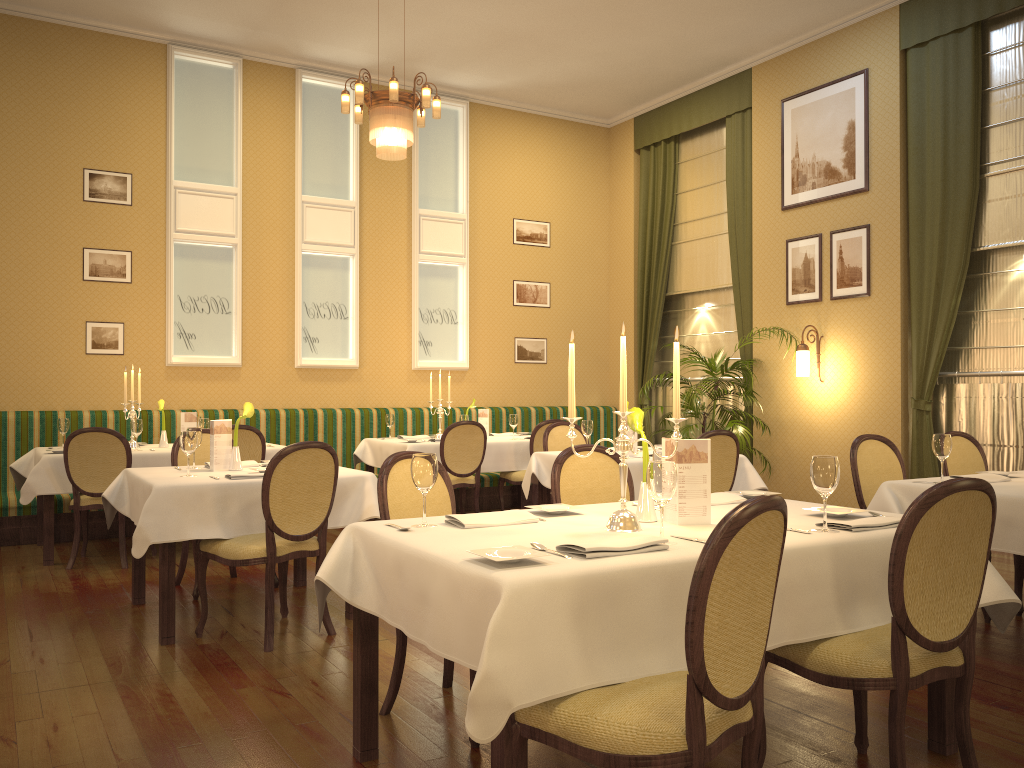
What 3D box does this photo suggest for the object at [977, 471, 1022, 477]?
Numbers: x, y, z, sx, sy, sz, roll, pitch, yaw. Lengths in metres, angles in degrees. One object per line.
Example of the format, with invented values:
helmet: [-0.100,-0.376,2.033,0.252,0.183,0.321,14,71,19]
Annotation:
object: [2.454,0.457,4.465,0.160,0.024,0.160,0,-1,-31]

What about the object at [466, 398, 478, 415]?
object: [-0.397,0.322,8.343,0.163,0.375,0.076,1,-1,-44]

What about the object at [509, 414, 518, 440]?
object: [0.014,0.392,8.055,0.088,0.229,0.088,0,-1,17]

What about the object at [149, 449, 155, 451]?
object: [-2.658,0.485,6.545,0.017,0.010,0.185,0,-1,-31]

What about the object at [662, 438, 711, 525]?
object: [0.549,0.315,2.868,0.166,0.277,0.081,0,-1,31]

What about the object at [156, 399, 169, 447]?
object: [-2.718,0.307,6.895,0.076,0.375,0.163,0,-1,-9]

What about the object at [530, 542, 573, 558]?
object: [0.101,0.439,2.340,0.038,0.015,0.181,0,-1,-29]

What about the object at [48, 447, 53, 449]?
object: [-3.529,0.486,6.778,0.038,0.015,0.181,0,-1,-29]

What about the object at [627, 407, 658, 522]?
object: [0.435,0.265,2.968,0.076,0.375,0.163,0,-1,-9]

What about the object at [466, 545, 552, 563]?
object: [-0.009,0.434,2.219,0.160,0.024,0.160,0,-1,-31]

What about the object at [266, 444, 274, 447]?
object: [-1.899,0.488,6.979,0.038,0.015,0.181,0,-1,-29]

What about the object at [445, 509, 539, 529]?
object: [-0.065,0.438,2.877,0.273,0.033,0.142,0,-1,-31]

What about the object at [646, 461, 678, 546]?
object: [0.421,0.333,2.495,0.088,0.229,0.088,0,-1,11]

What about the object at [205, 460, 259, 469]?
object: [-1.601,0.461,5.069,0.273,0.033,0.142,0,-1,-31]

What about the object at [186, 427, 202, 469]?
object: [-1.784,0.359,4.975,0.088,0.229,0.088,0,-1,11]

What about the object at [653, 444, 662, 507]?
object: [0.569,0.342,3.309,0.088,0.229,0.088,0,-1,17]

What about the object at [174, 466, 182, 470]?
object: [-1.852,0.468,4.925,0.017,0.010,0.185,0,-1,-29]

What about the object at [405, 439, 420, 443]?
object: [-0.857,0.490,7.598,0.160,0.024,0.160,0,-1,-31]

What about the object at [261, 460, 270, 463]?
object: [-1.385,0.465,5.232,0.160,0.024,0.160,0,-1,-31]

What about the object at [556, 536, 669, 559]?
object: [0.270,0.433,2.377,0.273,0.033,0.142,0,-1,-31]

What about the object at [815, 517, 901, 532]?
object: [1.113,0.441,2.816,0.273,0.024,0.142,0,-1,-31]

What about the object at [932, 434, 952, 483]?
object: [2.024,0.351,4.174,0.088,0.229,0.088,0,-1,17]

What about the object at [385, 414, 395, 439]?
object: [-1.126,0.393,8.193,0.088,0.229,0.088,0,-1,17]

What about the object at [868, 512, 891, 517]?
object: [1.273,0.446,2.973,0.038,0.015,0.181,0,-1,-29]

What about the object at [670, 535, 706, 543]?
object: [0.514,0.443,2.539,0.017,0.010,0.185,0,-1,-31]

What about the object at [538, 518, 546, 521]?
object: [0.067,0.448,3.001,0.017,0.010,0.185,0,-1,-29]

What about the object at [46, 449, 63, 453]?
object: [-3.181,0.476,6.225,0.160,0.024,0.160,0,-1,-31]

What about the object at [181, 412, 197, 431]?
object: [-2.503,0.358,6.945,0.081,0.277,0.166,0,-1,21]

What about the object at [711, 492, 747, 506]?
object: [0.751,0.444,3.402,0.273,0.033,0.142,0,-1,-31]

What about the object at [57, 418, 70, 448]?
object: [-3.450,0.379,6.819,0.088,0.229,0.088,0,-1,17]

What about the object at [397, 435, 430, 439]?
object: [-0.913,0.494,8.256,0.273,0.033,0.142,0,-1,-31]

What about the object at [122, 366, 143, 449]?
object: [-2.912,0.170,6.801,0.131,0.655,0.390,0,-1,-16]

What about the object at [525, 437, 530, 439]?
object: [0.264,0.498,8.195,0.273,0.024,0.142,0,-1,-31]

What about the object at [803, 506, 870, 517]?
object: [1.107,0.442,3.032,0.160,0.024,0.160,0,-1,-31]

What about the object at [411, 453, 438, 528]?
object: [-0.278,0.337,2.814,0.088,0.229,0.088,0,-1,17]

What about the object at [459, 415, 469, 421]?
object: [-0.427,0.390,7.874,0.088,0.229,0.088,0,-1,17]

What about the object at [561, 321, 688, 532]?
object: [0.346,0.127,2.752,0.390,0.655,0.131,0,-1,4]

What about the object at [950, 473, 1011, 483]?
object: [2.237,0.452,4.237,0.273,0.033,0.142,0,-1,-31]

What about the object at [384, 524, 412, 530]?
object: [-0.357,0.444,2.772,0.038,0.015,0.181,0,-1,-29]

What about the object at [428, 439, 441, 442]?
object: [-0.579,0.489,7.757,0.273,0.033,0.142,0,-1,-31]

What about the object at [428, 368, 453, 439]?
object: [-0.660,0.184,8.141,0.131,0.655,0.390,0,-1,-25]

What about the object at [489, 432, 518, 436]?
object: [-0.097,0.500,8.781,0.273,0.033,0.142,0,-1,-31]

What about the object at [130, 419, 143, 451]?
object: [-2.751,0.375,6.500,0.088,0.229,0.088,0,-1,17]

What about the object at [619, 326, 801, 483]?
object: [1.910,0.370,8.326,1.496,1.807,1.552,-1,-1,40]

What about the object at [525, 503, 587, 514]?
object: [0.151,0.443,3.104,0.160,0.024,0.160,0,-1,-31]

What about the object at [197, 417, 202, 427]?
object: [-2.603,0.384,7.314,0.088,0.229,0.088,0,-1,11]

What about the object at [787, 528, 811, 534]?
object: [0.844,0.445,2.734,0.017,0.010,0.185,0,-1,-31]

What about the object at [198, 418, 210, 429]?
object: [-2.346,0.378,6.751,0.088,0.229,0.088,0,-1,17]

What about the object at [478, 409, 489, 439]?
object: [-0.274,0.372,8.277,0.081,0.277,0.166,0,-1,-14]

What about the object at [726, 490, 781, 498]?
object: [0.968,0.448,3.565,0.160,0.024,0.160,0,-1,-31]

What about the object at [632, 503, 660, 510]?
object: [0.501,0.451,3.258,0.017,0.010,0.185,0,-1,-29]

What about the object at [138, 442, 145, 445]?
object: [-3.021,0.485,7.110,0.160,0.024,0.160,0,-1,-31]

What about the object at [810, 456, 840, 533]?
object: [0.956,0.336,2.709,0.088,0.229,0.088,0,-1,17]

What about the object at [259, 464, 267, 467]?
object: [-1.450,0.468,5.140,0.038,0.015,0.181,0,-1,-29]

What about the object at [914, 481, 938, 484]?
object: [1.946,0.458,4.133,0.038,0.015,0.181,0,-1,-29]
